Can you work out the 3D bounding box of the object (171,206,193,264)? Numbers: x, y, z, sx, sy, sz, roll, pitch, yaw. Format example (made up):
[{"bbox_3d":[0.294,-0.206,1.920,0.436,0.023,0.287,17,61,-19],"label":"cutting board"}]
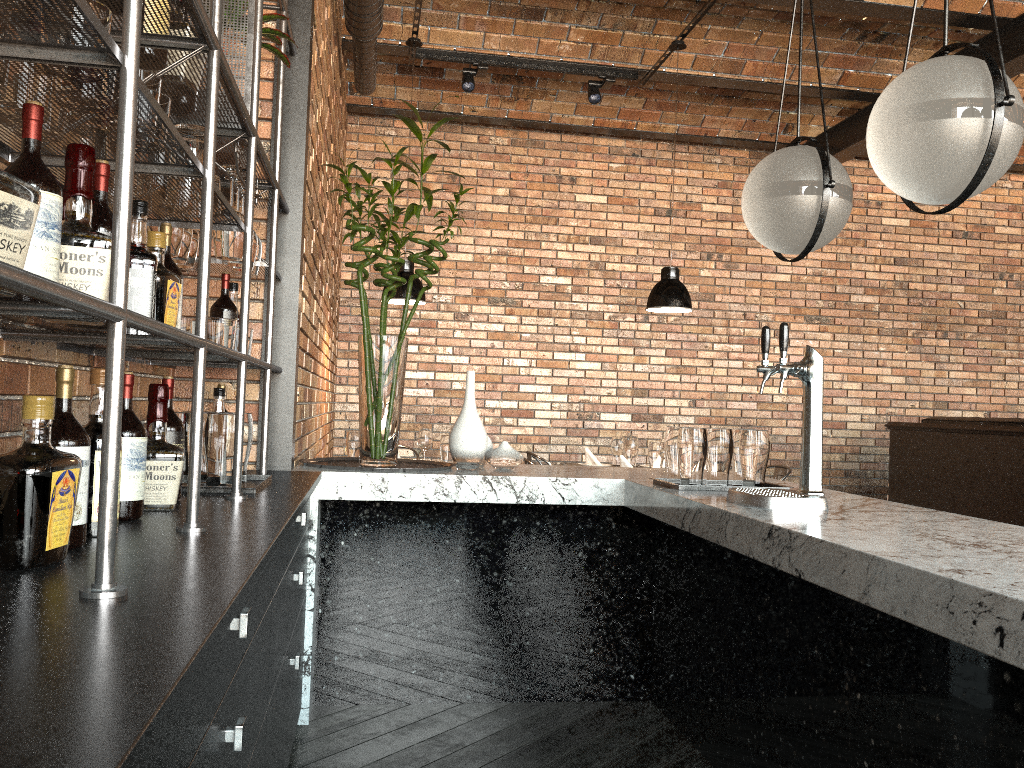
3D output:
[{"bbox_3d":[-0.935,-0.463,2.467,0.092,0.244,0.092,1,-2,30],"label":"object"}]

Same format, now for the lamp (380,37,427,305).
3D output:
[{"bbox_3d":[-0.644,-1.332,5.540,0.291,1.653,0.291,3,-2,-34],"label":"lamp"}]

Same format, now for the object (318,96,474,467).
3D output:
[{"bbox_3d":[-0.482,-0.443,3.603,0.673,1.546,0.584,1,-2,30],"label":"object"}]

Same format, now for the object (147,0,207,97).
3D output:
[{"bbox_3d":[-0.755,-0.795,1.979,0.123,0.279,0.123,2,-1,0],"label":"object"}]

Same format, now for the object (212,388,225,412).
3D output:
[{"bbox_3d":[-0.949,0.153,2.858,0.083,0.282,0.083,3,-2,-24],"label":"object"}]

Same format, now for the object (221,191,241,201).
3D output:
[{"bbox_3d":[-0.969,-0.786,3.058,0.086,0.298,0.086,1,-2,45],"label":"object"}]

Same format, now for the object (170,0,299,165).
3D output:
[{"bbox_3d":[-0.821,-0.922,2.561,0.398,0.560,0.374,3,-2,-37],"label":"object"}]

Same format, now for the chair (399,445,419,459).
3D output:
[{"bbox_3d":[-0.860,0.853,6.078,0.504,0.857,0.558,3,-2,-14],"label":"chair"}]

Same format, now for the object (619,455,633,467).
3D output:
[{"bbox_3d":[0.719,0.501,5.341,0.232,0.139,0.232,3,-2,-15],"label":"object"}]

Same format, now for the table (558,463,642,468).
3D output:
[{"bbox_3d":[0.794,0.969,6.225,0.872,0.758,0.872,2,-1,-9],"label":"table"}]

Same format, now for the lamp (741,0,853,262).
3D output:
[{"bbox_3d":[0.931,-1.266,2.841,0.340,1.754,0.340,1,-2,37],"label":"lamp"}]

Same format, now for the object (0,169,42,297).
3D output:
[{"bbox_3d":[-0.623,-0.243,1.006,0.123,0.279,0.123,2,-1,5],"label":"object"}]

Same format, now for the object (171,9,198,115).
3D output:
[{"bbox_3d":[-0.795,-0.803,2.126,0.086,0.297,0.086,1,-2,40],"label":"object"}]

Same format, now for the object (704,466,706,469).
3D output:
[{"bbox_3d":[1.159,0.519,5.405,0.232,0.139,0.232,3,-2,-15],"label":"object"}]

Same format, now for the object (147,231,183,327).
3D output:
[{"bbox_3d":[-0.788,-0.210,1.951,0.094,0.248,0.151,2,-1,0],"label":"object"}]

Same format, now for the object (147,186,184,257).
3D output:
[{"bbox_3d":[-0.918,-0.465,2.359,0.092,0.244,0.092,1,-2,30],"label":"object"}]

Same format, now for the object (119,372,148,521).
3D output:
[{"bbox_3d":[-0.786,0.124,1.795,0.086,0.298,0.086,1,-2,40],"label":"object"}]

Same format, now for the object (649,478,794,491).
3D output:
[{"bbox_3d":[0.730,0.357,3.128,0.437,0.019,0.273,2,-1,-9],"label":"object"}]

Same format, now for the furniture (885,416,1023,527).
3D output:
[{"bbox_3d":[5.645,0.924,6.143,5.451,1.212,1.979,2,-1,-9],"label":"furniture"}]

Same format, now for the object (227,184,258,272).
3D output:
[{"bbox_3d":[-0.788,-0.454,2.591,0.092,0.244,0.092,1,-2,30],"label":"object"}]

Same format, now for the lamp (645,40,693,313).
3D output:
[{"bbox_3d":[0.990,-1.273,5.433,0.291,1.653,0.291,1,-2,36],"label":"lamp"}]

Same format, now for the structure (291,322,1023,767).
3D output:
[{"bbox_3d":[0.470,0.495,1.355,1.930,1.430,5.346,2,-1,-9],"label":"structure"}]

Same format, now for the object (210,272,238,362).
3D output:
[{"bbox_3d":[-0.945,-0.218,2.907,0.086,0.299,0.086,1,-2,40],"label":"object"}]

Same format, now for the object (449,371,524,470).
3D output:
[{"bbox_3d":[-0.141,0.149,3.627,0.319,0.397,0.316,1,-2,40],"label":"object"}]

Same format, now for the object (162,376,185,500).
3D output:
[{"bbox_3d":[-0.837,0.131,2.142,0.086,0.299,0.086,1,-2,40],"label":"object"}]

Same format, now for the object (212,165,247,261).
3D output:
[{"bbox_3d":[-0.755,-0.458,2.385,0.092,0.244,0.092,1,-2,30],"label":"object"}]

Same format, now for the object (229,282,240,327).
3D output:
[{"bbox_3d":[-0.963,-0.206,3.042,0.083,0.282,0.083,2,-1,1],"label":"object"}]

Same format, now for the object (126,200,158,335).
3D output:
[{"bbox_3d":[-0.764,-0.231,1.800,0.083,0.282,0.083,3,-2,-24],"label":"object"}]

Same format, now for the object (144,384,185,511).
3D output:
[{"bbox_3d":[-0.794,0.139,1.977,0.123,0.279,0.123,3,-2,-20],"label":"object"}]

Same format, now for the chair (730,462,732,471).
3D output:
[{"bbox_3d":[1.270,0.939,6.278,0.558,0.857,0.504,3,-2,-19],"label":"chair"}]

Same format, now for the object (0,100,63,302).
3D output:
[{"bbox_3d":[-0.684,-0.250,1.254,0.086,0.298,0.086,1,-2,40],"label":"object"}]

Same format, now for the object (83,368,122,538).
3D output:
[{"bbox_3d":[-0.746,0.122,1.595,0.080,0.299,0.080,2,-1,-7],"label":"object"}]

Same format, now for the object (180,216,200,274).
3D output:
[{"bbox_3d":[-0.967,-0.459,2.667,0.092,0.244,0.092,1,-2,30],"label":"object"}]

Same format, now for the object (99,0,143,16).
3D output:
[{"bbox_3d":[-0.700,-0.788,1.552,0.094,0.248,0.151,2,-2,20],"label":"object"}]

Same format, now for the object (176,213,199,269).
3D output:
[{"bbox_3d":[-0.951,-0.461,2.565,0.092,0.244,0.092,1,-2,30],"label":"object"}]

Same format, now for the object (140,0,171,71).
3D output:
[{"bbox_3d":[-0.751,-0.808,1.831,0.086,0.299,0.086,1,-2,40],"label":"object"}]

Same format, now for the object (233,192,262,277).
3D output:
[{"bbox_3d":[-0.805,-0.452,2.693,0.092,0.244,0.092,1,-2,30],"label":"object"}]

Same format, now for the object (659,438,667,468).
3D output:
[{"bbox_3d":[0.951,0.454,5.476,0.092,0.244,0.092,3,-2,-37],"label":"object"}]

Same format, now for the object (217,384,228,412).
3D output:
[{"bbox_3d":[-0.982,0.148,2.980,0.086,0.298,0.086,1,-2,40],"label":"object"}]

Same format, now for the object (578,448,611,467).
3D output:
[{"bbox_3d":[0.580,0.518,6.207,0.232,0.139,0.232,3,-2,-15],"label":"object"}]

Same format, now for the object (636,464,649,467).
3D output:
[{"bbox_3d":[0.988,0.597,6.525,0.255,0.019,0.157,2,-1,-9],"label":"object"}]

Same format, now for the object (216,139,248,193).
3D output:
[{"bbox_3d":[-0.920,-0.779,2.924,0.083,0.282,0.083,2,-1,6],"label":"object"}]

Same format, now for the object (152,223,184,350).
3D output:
[{"bbox_3d":[-0.826,-0.232,2.102,0.086,0.298,0.086,1,-2,40],"label":"object"}]

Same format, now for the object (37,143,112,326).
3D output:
[{"bbox_3d":[-0.685,-0.236,1.396,0.123,0.279,0.123,3,-2,-20],"label":"object"}]

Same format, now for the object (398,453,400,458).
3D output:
[{"bbox_3d":[-0.675,0.446,5.273,0.232,0.139,0.232,3,-2,-15],"label":"object"}]

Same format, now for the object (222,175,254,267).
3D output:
[{"bbox_3d":[-0.773,-0.456,2.493,0.092,0.244,0.092,1,-2,30],"label":"object"}]

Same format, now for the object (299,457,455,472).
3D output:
[{"bbox_3d":[-0.537,0.322,3.566,0.622,0.014,0.622,3,-2,-37],"label":"object"}]

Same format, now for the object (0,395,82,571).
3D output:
[{"bbox_3d":[-0.699,0.141,1.298,0.094,0.248,0.151,2,-1,0],"label":"object"}]

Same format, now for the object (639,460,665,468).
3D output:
[{"bbox_3d":[1.020,0.536,6.271,0.232,0.139,0.232,3,-2,-15],"label":"object"}]

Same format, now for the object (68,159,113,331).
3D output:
[{"bbox_3d":[-0.729,-0.244,1.561,0.086,0.299,0.086,1,-2,40],"label":"object"}]

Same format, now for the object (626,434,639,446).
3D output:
[{"bbox_3d":[0.821,0.465,6.079,0.092,0.244,0.092,3,-2,-37],"label":"object"}]

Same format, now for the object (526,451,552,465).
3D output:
[{"bbox_3d":[0.363,0.900,6.109,0.558,0.857,0.504,2,-1,-9],"label":"object"}]

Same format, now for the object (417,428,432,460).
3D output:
[{"bbox_3d":[-0.543,0.399,5.514,0.092,0.244,0.092,2,-1,-3],"label":"object"}]

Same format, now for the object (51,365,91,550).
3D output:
[{"bbox_3d":[-0.737,0.118,1.449,0.086,0.298,0.086,1,-2,40],"label":"object"}]

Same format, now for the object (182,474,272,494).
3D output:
[{"bbox_3d":[-0.846,0.281,2.525,0.273,0.019,0.437,2,-1,-9],"label":"object"}]

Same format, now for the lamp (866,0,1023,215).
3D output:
[{"bbox_3d":[1.047,-1.280,2.118,0.340,1.754,0.340,1,-2,37],"label":"lamp"}]

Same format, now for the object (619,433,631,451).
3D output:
[{"bbox_3d":[0.813,0.471,6.342,0.092,0.244,0.092,3,-2,-37],"label":"object"}]
